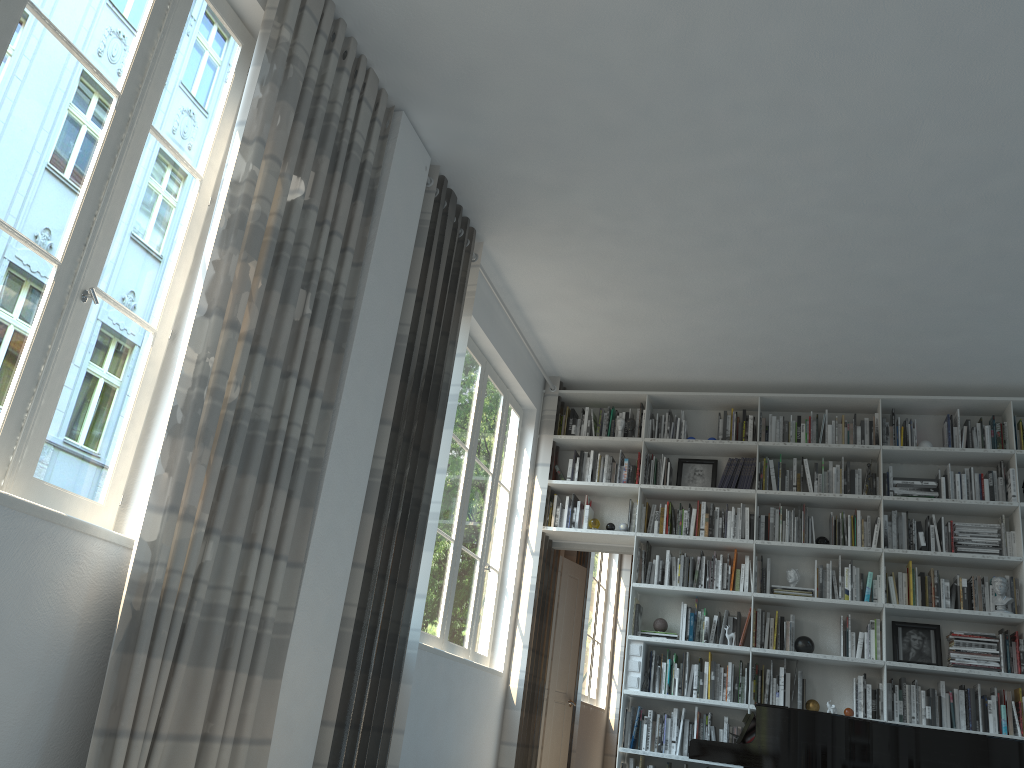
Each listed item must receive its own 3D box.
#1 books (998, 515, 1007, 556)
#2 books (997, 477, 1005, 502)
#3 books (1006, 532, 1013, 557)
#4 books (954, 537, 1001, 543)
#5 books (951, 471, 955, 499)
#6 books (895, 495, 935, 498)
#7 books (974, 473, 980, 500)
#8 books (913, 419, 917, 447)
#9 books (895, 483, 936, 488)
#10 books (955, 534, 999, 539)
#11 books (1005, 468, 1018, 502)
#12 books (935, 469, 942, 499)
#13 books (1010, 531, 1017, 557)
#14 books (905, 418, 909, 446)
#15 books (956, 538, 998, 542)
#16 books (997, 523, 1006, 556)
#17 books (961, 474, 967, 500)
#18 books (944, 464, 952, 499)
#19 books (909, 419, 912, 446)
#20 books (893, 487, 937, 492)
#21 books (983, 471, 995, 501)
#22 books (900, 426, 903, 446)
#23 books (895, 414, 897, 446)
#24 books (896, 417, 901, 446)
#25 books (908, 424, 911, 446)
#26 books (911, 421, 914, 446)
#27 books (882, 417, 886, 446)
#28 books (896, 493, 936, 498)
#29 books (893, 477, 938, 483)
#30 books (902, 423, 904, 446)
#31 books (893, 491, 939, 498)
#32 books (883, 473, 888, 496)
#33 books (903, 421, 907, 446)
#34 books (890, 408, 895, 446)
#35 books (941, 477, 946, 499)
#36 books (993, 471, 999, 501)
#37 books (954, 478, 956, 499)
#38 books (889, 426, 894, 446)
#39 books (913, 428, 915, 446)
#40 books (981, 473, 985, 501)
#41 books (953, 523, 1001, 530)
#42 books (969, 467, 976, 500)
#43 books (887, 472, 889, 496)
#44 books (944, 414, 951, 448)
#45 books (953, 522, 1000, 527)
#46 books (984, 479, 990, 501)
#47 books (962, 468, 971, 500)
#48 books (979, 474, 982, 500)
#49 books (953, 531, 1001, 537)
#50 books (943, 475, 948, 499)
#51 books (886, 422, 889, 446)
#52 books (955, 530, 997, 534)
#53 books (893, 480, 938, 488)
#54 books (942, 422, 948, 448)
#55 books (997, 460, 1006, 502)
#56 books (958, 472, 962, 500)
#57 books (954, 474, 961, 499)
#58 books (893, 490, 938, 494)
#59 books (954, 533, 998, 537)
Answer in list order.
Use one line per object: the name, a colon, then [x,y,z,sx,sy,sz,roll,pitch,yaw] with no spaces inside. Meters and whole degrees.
books: [3.320,1.057,5.999,0.012,0.317,0.140,1,-22,18]
books: [3.348,0.766,6.097,0.029,0.201,0.192,1,-22,18]
books: [3.331,1.111,5.969,0.029,0.197,0.172,1,-22,18]
books: [3.155,1.071,6.040,0.285,0.012,0.160,0,-23,20]
books: [3.066,0.748,6.200,0.021,0.236,0.172,1,-22,18]
books: [2.834,0.816,6.245,0.254,0.012,0.161,-1,-23,22]
books: [3.207,0.754,6.143,0.023,0.222,0.191,1,-22,18]
books: [2.907,0.399,6.402,0.011,0.255,0.144,1,-22,18]
books: [2.847,0.745,6.275,0.254,0.025,0.161,2,-22,14]
books: [3.157,1.060,6.044,0.254,0.012,0.161,2,-22,15]
books: [3.388,0.729,6.037,0.037,0.236,0.273,1,-22,18]
books: [2.994,0.740,6.226,0.012,0.253,0.161,1,-22,18]
books: [3.362,1.111,5.966,0.030,0.204,0.159,1,-22,18]
books: [2.856,0.396,6.423,0.013,0.263,0.147,1,-22,18]
books: [3.155,1.084,6.039,0.254,0.012,0.161,0,-23,19]
books: [3.300,1.080,5.977,0.012,0.253,0.161,1,-22,18]
books: [3.135,0.758,6.174,0.028,0.218,0.184,1,-22,18]
books: [3.049,0.720,6.199,0.011,0.283,0.191,1,-22,18]
books: [2.877,0.399,6.409,0.005,0.254,0.169,1,-22,18]
books: [2.843,0.766,6.263,0.285,0.024,0.160,-1,-23,22]
books: [3.294,0.743,6.121,0.032,0.247,0.174,1,-22,18]
books: [2.815,0.427,6.422,0.023,0.195,0.173,1,-22,18]
books: [2.786,0.381,6.454,0.010,0.295,0.153,1,-22,18]
books: [2.800,0.390,6.429,0.011,0.264,0.164,1,-22,18]
books: [2.865,0.416,6.407,0.016,0.218,0.144,1,-22,18]
books: [2.891,0.409,6.422,0.013,0.248,0.148,1,-22,18]
books: [2.702,0.395,6.458,0.026,0.252,0.186,1,-22,18]
books: [2.837,0.807,6.253,0.254,0.012,0.161,2,-22,15]
books: [2.856,0.703,6.300,0.285,0.024,0.160,1,-23,18]
books: [2.837,0.418,6.442,0.006,0.232,0.136,1,-22,18]
books: [2.839,0.795,6.257,0.285,0.012,0.160,2,-22,15]
books: [2.651,0.756,6.318,0.027,0.200,0.168,1,-22,18]
books: [2.844,0.406,6.430,0.014,0.247,0.140,1,-22,18]
books: [2.779,0.363,6.470,0.014,0.339,0.145,1,-22,18]
books: [3.006,0.769,6.205,0.025,0.186,0.194,1,-22,18]
books: [3.328,0.744,6.129,0.029,0.260,0.133,1,-22,18]
books: [3.082,0.769,6.200,0.011,0.203,0.134,1,-22,18]
books: [2.747,0.425,6.438,0.026,0.193,0.167,1,-22,18]
books: [2.895,0.434,6.399,0.010,0.186,0.153,1,-22,18]
books: [3.246,0.753,6.138,0.012,0.229,0.159,1,-22,18]
books: [3.165,0.989,6.067,0.285,0.012,0.160,3,-22,13]
books: [3.190,0.735,6.166,0.023,0.268,0.185,1,-22,18]
books: [2.675,0.754,6.326,0.013,0.217,0.142,1,-22,18]
books: [3.112,0.383,6.337,0.014,0.291,0.176,1,-22,18]
books: [3.169,0.981,6.077,0.285,0.012,0.160,0,-23,19]
books: [3.262,0.771,6.121,0.029,0.187,0.176,1,-22,18]
books: [3.171,0.741,6.193,0.029,0.272,0.141,1,-22,18]
books: [3.237,0.755,6.147,0.010,0.229,0.153,1,-22,18]
books: [3.162,1.039,6.057,0.285,0.012,0.160,1,-22,17]
books: [3.039,0.764,6.230,0.024,0.222,0.129,1,-22,18]
books: [2.729,0.414,6.463,0.023,0.227,0.157,1,-22,18]
books: [3.161,1.024,6.054,0.254,0.012,0.161,-1,-23,22]
books: [2.851,0.724,6.287,0.285,0.024,0.160,0,-23,19]
books: [3.102,0.411,6.348,0.012,0.244,0.151,1,-22,18]
books: [3.379,0.709,6.122,0.012,0.333,0.156,1,-22,18]
books: [3.120,0.750,6.193,0.012,0.243,0.132,1,-22,18]
books: [3.097,0.758,6.183,0.027,0.215,0.191,1,-22,18]
books: [2.841,0.785,6.264,0.285,0.012,0.160,2,-22,16]
books: [3.159,1.049,6.051,0.254,0.012,0.161,0,-23,19]
